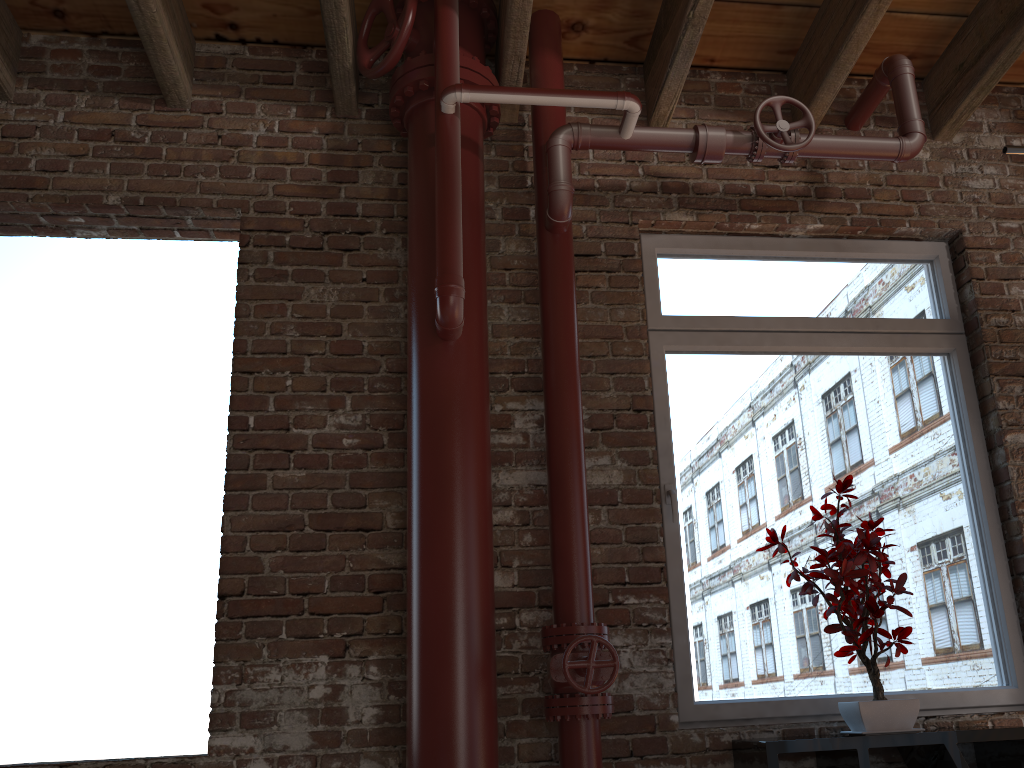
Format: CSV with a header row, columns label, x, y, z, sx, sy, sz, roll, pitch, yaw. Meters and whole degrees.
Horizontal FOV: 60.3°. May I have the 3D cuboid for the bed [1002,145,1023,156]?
label,x,y,z,sx,sy,sz,roll,pitch,yaw
bed,2.281,-0.751,1.035,2.483,3.790,2.749,0,-18,-6

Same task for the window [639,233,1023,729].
label,x,y,z,sx,sy,sz,roll,pitch,yaw
window,1.117,0.271,3.193,1.338,1.805,0.172,0,-17,-8

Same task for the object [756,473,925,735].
label,x,y,z,sx,sy,sz,roll,pitch,yaw
object,1.047,0.668,2.784,0.415,0.820,0.407,1,-18,-11

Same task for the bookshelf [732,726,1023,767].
label,x,y,z,sx,sy,sz,roll,pitch,yaw
bookshelf,1.137,1.460,2.573,0.851,0.825,0.301,0,-17,-8

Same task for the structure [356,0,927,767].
label,x,y,z,sx,sy,sz,roll,pitch,yaw
structure,0.493,0.189,2.731,1.989,3.382,0.593,0,-17,-8
